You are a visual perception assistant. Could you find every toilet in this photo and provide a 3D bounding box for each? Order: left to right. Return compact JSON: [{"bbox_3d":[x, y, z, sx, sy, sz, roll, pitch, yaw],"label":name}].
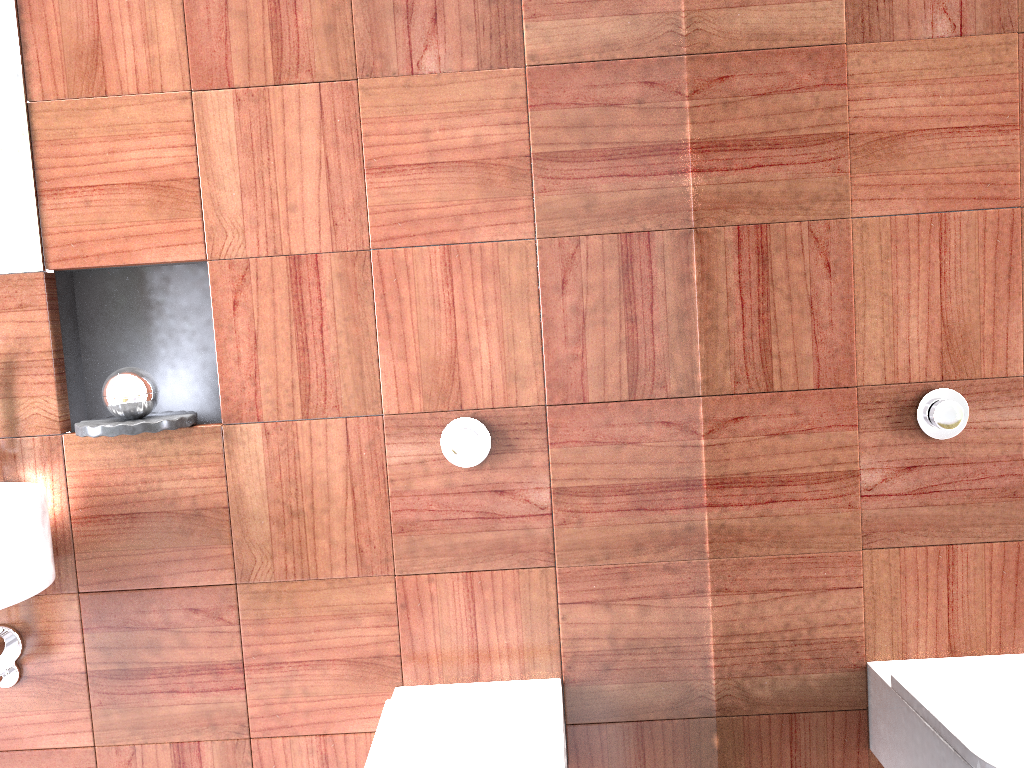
[{"bbox_3d":[-0.066,0.729,1.493,0.329,0.284,0.547,-4,5,1],"label":"toilet"}]

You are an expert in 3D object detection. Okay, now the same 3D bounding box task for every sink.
[{"bbox_3d":[-1.037,0.269,1.544,0.415,0.715,0.417,-4,5,1],"label":"sink"}]

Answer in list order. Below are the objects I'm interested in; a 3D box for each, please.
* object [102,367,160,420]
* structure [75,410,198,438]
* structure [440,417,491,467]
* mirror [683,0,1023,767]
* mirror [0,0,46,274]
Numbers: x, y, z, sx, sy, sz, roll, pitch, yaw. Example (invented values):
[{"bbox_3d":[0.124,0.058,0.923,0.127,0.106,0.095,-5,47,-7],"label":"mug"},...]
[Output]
[{"bbox_3d":[-1.358,0.057,1.730,1.350,0.104,0.104,-4,5,1],"label":"object"},{"bbox_3d":[-0.731,0.077,1.731,0.220,0.023,0.222,-4,5,-9],"label":"structure"},{"bbox_3d":[-0.089,0.113,1.697,0.098,0.098,0.034,-4,5,1],"label":"structure"},{"bbox_3d":[0.339,-0.186,0.953,0.019,2.183,1.433,-4,5,1],"label":"mirror"},{"bbox_3d":[-1.078,-0.524,1.685,0.316,0.635,0.010,-4,5,1],"label":"mirror"}]
